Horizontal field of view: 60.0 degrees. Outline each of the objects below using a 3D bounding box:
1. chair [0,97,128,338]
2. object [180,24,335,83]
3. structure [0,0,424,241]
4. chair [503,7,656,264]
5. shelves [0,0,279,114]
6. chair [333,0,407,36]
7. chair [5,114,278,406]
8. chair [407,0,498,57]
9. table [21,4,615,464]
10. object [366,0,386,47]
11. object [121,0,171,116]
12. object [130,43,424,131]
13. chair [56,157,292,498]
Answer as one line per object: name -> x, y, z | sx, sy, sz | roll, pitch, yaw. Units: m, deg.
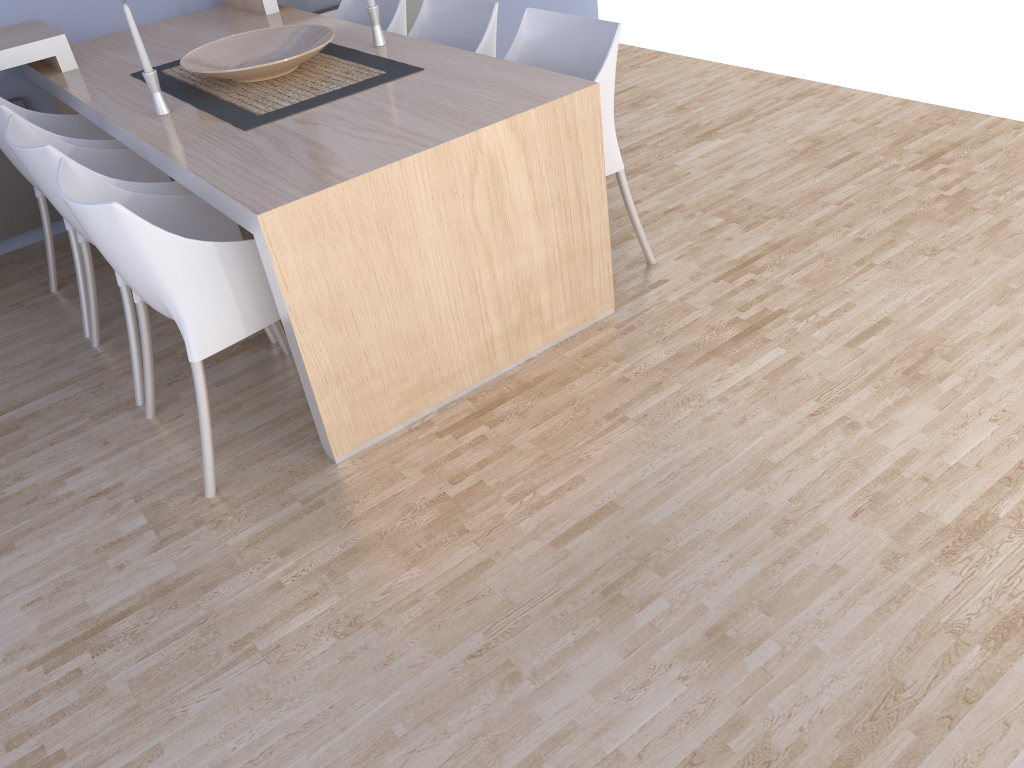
chair -> -1.497, -0.685, 3.137 | 0.486, 0.793, 0.510 | -29, 40, -26
object -> -0.808, -1.047, 2.858 | 0.493, 0.081, 0.493 | -17, 36, -11
structure -> -1.661, -1.099, 3.857 | 3.843, 0.503, 0.064 | -29, 40, -26
chair -> 0.100, -0.729, 2.849 | 0.486, 0.793, 0.510 | -29, 40, -26
shelves -> -1.615, -1.067, 3.654 | 3.901, 0.840, 0.463 | -29, 40, -26
chair -> -0.617, -1.200, 3.664 | 0.486, 0.793, 0.510 | -29, 40, -26
chair -> -1.149, -0.456, 2.742 | 0.486, 0.793, 0.510 | -29, 40, -26
chair -> -0.261, -0.966, 3.259 | 0.486, 0.793, 0.510 | -29, 40, -25
table -> -0.824, -0.761, 3.160 | 1.002, 0.718, 2.340 | -29, 40, -26
object -> -0.468, -1.284, 2.888 | 0.045, 0.349, 0.045 | -29, 40, -26
object -> -1.065, -0.952, 2.555 | 0.045, 0.349, 0.045 | -4, 36, 7
object -> -0.798, -1.014, 2.882 | 0.594, 0.005, 0.986 | -29, 40, -26
chair -> -0.801, -0.228, 2.346 | 0.486, 0.793, 0.510 | -29, 40, -26
